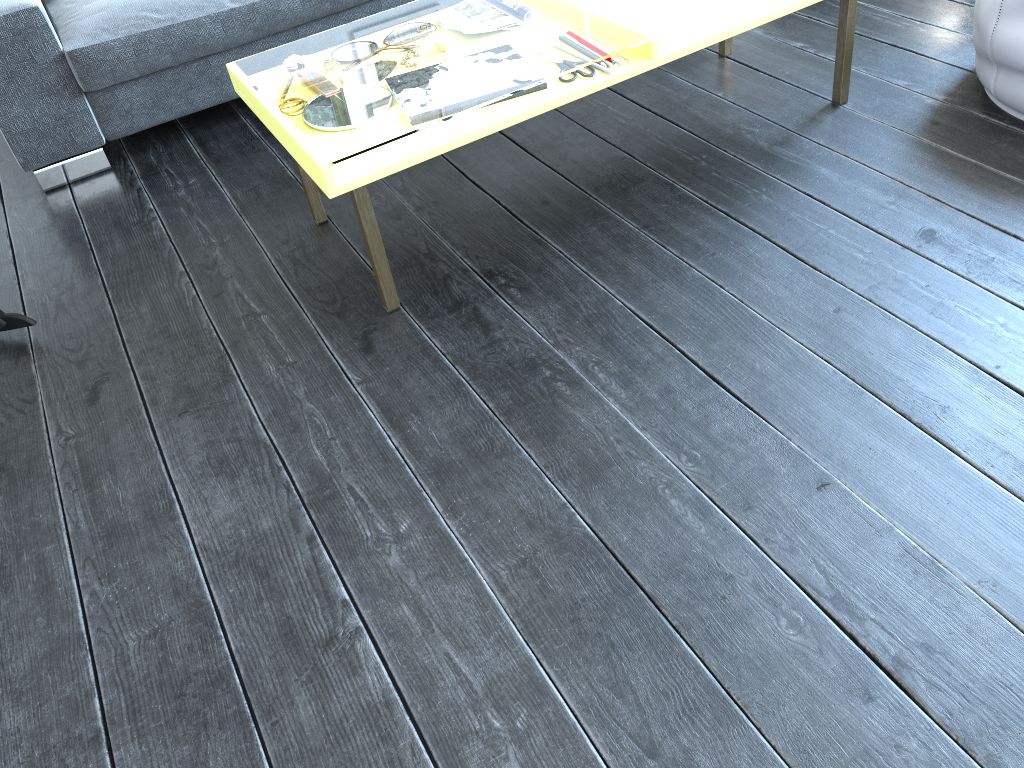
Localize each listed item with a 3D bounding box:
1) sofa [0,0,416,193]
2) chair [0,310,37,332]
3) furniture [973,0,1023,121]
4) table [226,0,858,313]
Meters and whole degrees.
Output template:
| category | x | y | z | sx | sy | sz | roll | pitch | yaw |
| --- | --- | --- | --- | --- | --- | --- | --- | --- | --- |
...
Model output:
| category | x | y | z | sx | sy | sz | roll | pitch | yaw |
| --- | --- | --- | --- | --- | --- | --- | --- | --- | --- |
| sofa | -0.590 | -1.565 | 2.952 | 2.411 | 0.684 | 1.129 | -27 | 43 | -18 |
| chair | -1.572 | -0.316 | 1.526 | 0.907 | 0.949 | 0.647 | 4 | 42 | 17 |
| furniture | 1.382 | -0.831 | 1.977 | 0.623 | 0.397 | 0.637 | -30 | 44 | -22 |
| table | 0.155 | -0.693 | 2.040 | 1.423 | 0.378 | 0.625 | -27 | 43 | -19 |
